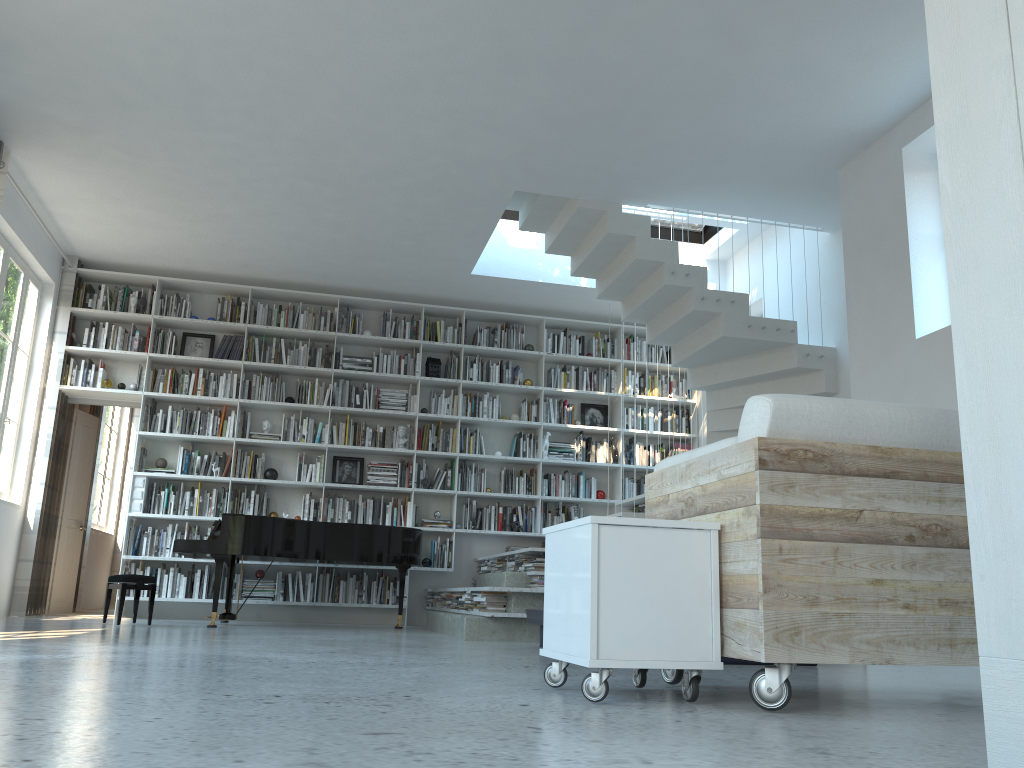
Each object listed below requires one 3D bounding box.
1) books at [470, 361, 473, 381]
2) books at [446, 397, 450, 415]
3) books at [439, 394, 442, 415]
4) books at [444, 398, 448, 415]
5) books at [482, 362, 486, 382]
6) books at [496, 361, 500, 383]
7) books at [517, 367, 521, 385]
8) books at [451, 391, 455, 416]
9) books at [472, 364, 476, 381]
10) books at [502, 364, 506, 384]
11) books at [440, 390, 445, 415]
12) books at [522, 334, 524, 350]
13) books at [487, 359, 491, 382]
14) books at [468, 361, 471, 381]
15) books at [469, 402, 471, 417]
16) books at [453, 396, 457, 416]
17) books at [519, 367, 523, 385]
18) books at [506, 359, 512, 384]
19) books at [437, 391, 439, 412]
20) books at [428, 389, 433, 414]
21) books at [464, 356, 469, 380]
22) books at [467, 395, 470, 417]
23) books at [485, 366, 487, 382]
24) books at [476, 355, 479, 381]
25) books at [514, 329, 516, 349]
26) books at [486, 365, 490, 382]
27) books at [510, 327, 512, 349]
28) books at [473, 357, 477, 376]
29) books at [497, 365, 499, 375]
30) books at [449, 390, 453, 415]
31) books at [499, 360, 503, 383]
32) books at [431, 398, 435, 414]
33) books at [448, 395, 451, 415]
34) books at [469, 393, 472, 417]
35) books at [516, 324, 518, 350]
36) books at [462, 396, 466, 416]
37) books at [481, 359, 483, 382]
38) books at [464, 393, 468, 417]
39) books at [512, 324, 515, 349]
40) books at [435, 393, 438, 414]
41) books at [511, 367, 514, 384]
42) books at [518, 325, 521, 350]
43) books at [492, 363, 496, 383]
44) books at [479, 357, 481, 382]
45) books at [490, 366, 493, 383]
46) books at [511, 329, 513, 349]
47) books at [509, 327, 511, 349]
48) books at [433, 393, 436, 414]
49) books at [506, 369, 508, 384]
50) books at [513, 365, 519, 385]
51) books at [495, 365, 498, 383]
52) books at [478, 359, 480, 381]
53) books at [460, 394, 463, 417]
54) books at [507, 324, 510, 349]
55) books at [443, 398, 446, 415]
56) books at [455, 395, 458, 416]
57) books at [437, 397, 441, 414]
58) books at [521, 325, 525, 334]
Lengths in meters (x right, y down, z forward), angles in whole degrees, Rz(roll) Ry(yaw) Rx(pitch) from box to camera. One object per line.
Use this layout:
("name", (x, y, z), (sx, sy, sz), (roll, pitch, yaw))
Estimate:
("books", (-0.427, -0.100, 9.063), (0.026, 0.242, 0.148), (5, -14, -12))
("books", (-0.659, 0.251, 8.919), (0.029, 0.210, 0.158), (5, -14, -12))
("books", (-0.731, 0.234, 8.912), (0.023, 0.235, 0.179), (5, -14, -12))
("books", (-0.679, 0.256, 8.912), (0.027, 0.196, 0.185), (5, -14, -12))
("books", (-0.298, -0.090, 9.081), (0.027, 0.241, 0.160), (5, -14, -12))
("books", (-0.149, -0.087, 9.123), (0.012, 0.264, 0.156), (5, -14, -12))
("books", (0.049, -0.048, 9.159), (0.048, 0.216, 0.182), (5, -14, -12))
("books", (-0.609, 0.225, 8.944), (0.025, 0.276, 0.173), (5, -14, -12))
("books", (-0.398, -0.085, 9.047), (0.026, 0.207, 0.181), (5, -14, -12))
("books", (-0.098, -0.071, 9.126), (0.030, 0.237, 0.186), (5, -14, -12))
("books", (-0.709, 0.212, 8.900), (0.028, 0.274, 0.187), (5, -14, -12))
("books", (0.095, -0.398, 9.245), (0.014, 0.208, 0.188), (5, -14, -12))
("books", (-0.241, -0.102, 9.117), (0.013, 0.283, 0.155), (5, -14, -12))
("books", (-0.447, -0.099, 9.064), (0.012, 0.239, 0.139), (5, -14, -12))
("books", (-0.442, 0.288, 8.977), (0.021, 0.178, 0.137), (5, -14, -12))
("books", (-0.589, 0.246, 8.926), (0.028, 0.229, 0.177), (5, -14, -12))
("books", (0.081, -0.047, 9.185), (0.026, 0.229, 0.141), (5, -14, -12))
("books", (-0.039, -0.091, 9.135), (0.029, 0.284, 0.184), (5, -14, -12))
("books", (-0.757, 0.214, 8.917), (0.019, 0.274, 0.146), (5, -14, -12))
("books", (-0.820, 0.205, 8.909), (0.018, 0.284, 0.160), (5, -14, -12))
("books", (-0.465, -0.126, 9.051), (0.012, 0.284, 0.160), (5, -14, -12))
("books", (-0.455, 0.250, 8.969), (0.014, 0.247, 0.177), (5, -14, -12))
("books", (-0.282, -0.072, 9.100), (0.014, 0.214, 0.132), (5, -14, -12))
("books", (-0.369, -0.128, 9.075), (0.014, 0.306, 0.153), (5, -13, -12))
("books", (0.012, -0.428, 9.240), (0.014, 0.258, 0.150), (5, -14, -12))
("books", (-0.263, -0.073, 9.109), (0.028, 0.223, 0.142), (5, -14, -12))
("books", (-0.030, -0.439, 9.235), (0.008, 0.274, 0.163), (5, -14, -12))
("books", (-0.383, -0.116, 9.076), (0.011, 0.282, 0.173), (5, -14, -12))
("books", (-0.161, -0.068, 9.114), (0.011, 0.222, 0.159), (5, -14, -12))
("books", (-0.624, 0.216, 8.944), (0.028, 0.293, 0.154), (5, -14, -12))
("books", (-0.122, -0.092, 9.144), (0.012, 0.284, 0.160), (5, -14, -12))
("books", (-0.804, 0.250, 8.880), (0.028, 0.185, 0.181), (5, -14, -12))
("books", (-0.641, 0.243, 8.932), (0.024, 0.233, 0.150), (5, -14, -12))
("books", (-0.427, 0.242, 9.008), (0.014, 0.283, 0.135), (5, -13, -12))
("books", (0.035, -0.451, 9.274), (0.008, 0.320, 0.134), (5, -13, -12))
("books", (-0.495, 0.255, 8.980), (0.030, 0.241, 0.138), (5, -14, -12))
("books", (-0.321, -0.104, 9.104), (0.012, 0.276, 0.133), (5, -13, -12))
("books", (-0.472, 0.238, 8.985), (0.014, 0.278, 0.154), (5, -14, -12))
("books", (0.003, -0.454, 9.237), (0.008, 0.306, 0.183), (5, -14, -12))
("books", (-0.771, 0.225, 8.910), (0.028, 0.249, 0.165), (5, -14, -12))
("books", (-0.015, -0.051, 9.147), (0.030, 0.212, 0.157), (5, -14, -12))
("books", (0.058, -0.444, 9.248), (0.013, 0.296, 0.189), (5, -14, -12))
("books", (-0.197, -0.078, 9.108), (0.023, 0.236, 0.149), (5, -14, -12))
("books", (-0.336, -0.116, 9.096), (0.021, 0.295, 0.138), (5, -13, -12))
("books", (-0.223, -0.068, 9.112), (0.025, 0.216, 0.144), (5, -14, -12))
("books", (-0.015, -0.426, 9.235), (0.024, 0.252, 0.150), (5, -14, -12))
("books", (-0.041, -0.441, 9.237), (0.012, 0.279, 0.144), (5, -14, -12))
("books", (-0.790, 0.228, 8.911), (0.024, 0.242, 0.159), (5, -14, -12))
("books", (-0.071, -0.041, 9.130), (0.027, 0.181, 0.176), (5, -14, -12))
("books", (0.029, -0.061, 9.148), (0.054, 0.235, 0.172), (5, -14, -12))
("books", (-0.173, -0.066, 9.096), (0.021, 0.208, 0.181), (5, -14, -12))
("books", (-0.357, -0.108, 9.073), (0.010, 0.268, 0.166), (5, -14, -12))
("books", (-0.531, 0.241, 8.950), (0.028, 0.251, 0.190), (5, -14, -12))
("books", (-0.054, -0.458, 9.209), (0.015, 0.298, 0.183), (5, -14, -12))
("books", (-0.697, 0.255, 8.905), (0.024, 0.194, 0.173), (5, -14, -12))
("books", (-0.574, 0.247, 8.946), (0.026, 0.237, 0.173), (5, -14, -12))
("books", (-0.747, 0.248, 8.911), (0.023, 0.206, 0.171), (5, -14, -12))
("books", (0.106, -0.444, 9.259), (0.006, 0.305, 0.164), (5, -14, -12))
